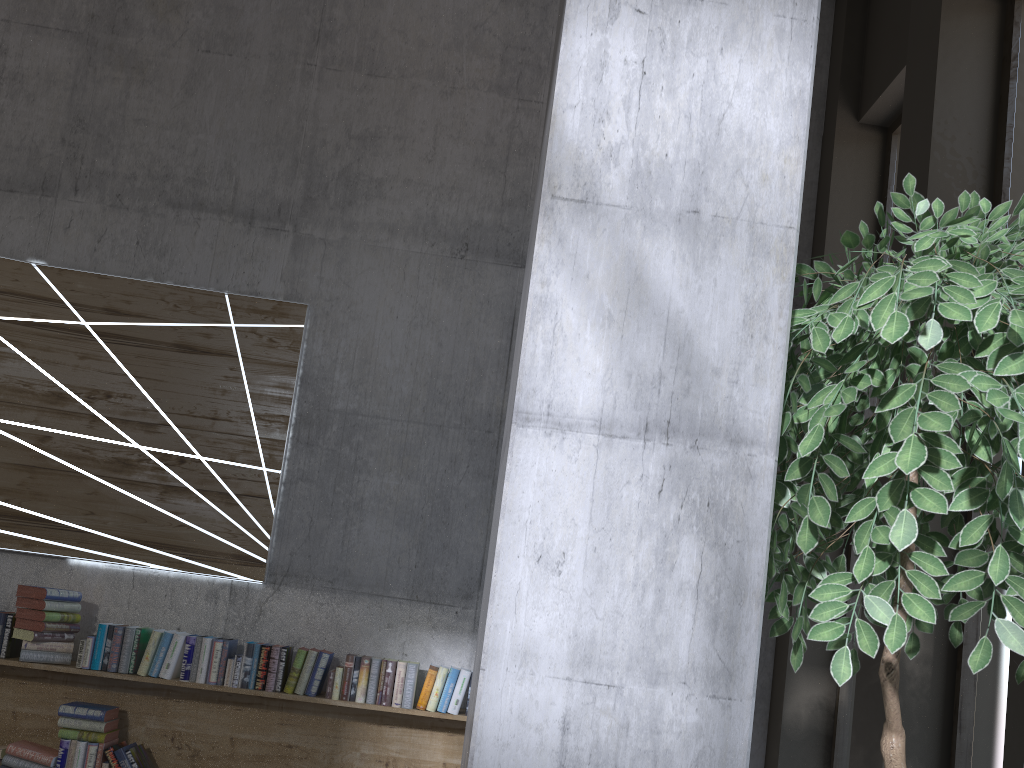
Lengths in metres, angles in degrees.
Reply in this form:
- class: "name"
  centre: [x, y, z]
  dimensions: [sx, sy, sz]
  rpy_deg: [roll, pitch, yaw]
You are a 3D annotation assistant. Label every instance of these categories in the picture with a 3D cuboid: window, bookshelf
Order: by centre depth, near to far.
- class: "window"
  centre: [2.255, -0.553, 0.112]
  dimensions: [0.210, 4.064, 9.435]
  rpy_deg: [8, -13, -3]
- class: "bookshelf"
  centre: [-2.409, 1.759, 4.308]
  dimensions: [5.326, 0.789, 0.309]
  rpy_deg: [8, -8, -3]

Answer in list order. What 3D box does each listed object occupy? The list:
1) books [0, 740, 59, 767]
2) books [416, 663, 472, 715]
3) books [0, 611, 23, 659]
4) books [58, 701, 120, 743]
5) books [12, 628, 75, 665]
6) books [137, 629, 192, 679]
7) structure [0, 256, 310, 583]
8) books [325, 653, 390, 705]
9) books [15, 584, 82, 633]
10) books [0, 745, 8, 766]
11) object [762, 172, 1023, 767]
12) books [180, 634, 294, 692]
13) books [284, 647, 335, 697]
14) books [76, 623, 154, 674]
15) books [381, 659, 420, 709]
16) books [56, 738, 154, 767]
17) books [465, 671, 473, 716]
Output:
- class: "books"
  centre: [-2.302, 1.827, 4.210]
  dimensions: [0.244, 0.188, 0.158]
  rpy_deg: [8, -10, -2]
- class: "books"
  centre: [-0.340, 1.527, 4.398]
  dimensions: [0.249, 0.224, 0.194]
  rpy_deg: [8, -10, -2]
- class: "books"
  centre: [-2.684, 1.210, 4.310]
  dimensions: [0.490, 0.216, 0.220]
  rpy_deg: [8, -11, -2]
- class: "books"
  centre: [-2.078, 1.665, 4.313]
  dimensions: [0.239, 0.157, 0.194]
  rpy_deg: [8, -11, -2]
- class: "books"
  centre: [-2.286, 1.283, 4.291]
  dimensions: [0.222, 0.147, 0.291]
  rpy_deg: [-5, -18, 44]
- class: "books"
  centre: [-1.708, 1.333, 4.334]
  dimensions: [0.199, 0.223, 0.194]
  rpy_deg: [8, -10, -2]
- class: "structure"
  centre: [-2.874, 0.032, 4.444]
  dimensions: [3.414, 1.505, 0.365]
  rpy_deg: [8, -7, -3]
- class: "books"
  centre: [-0.772, 1.475, 4.403]
  dimensions: [0.279, 0.216, 0.214]
  rpy_deg: [8, -11, -4]
- class: "books"
  centre: [-2.274, 1.107, 4.304]
  dimensions: [0.189, 0.206, 0.253]
  rpy_deg: [4, -12, 19]
- class: "books"
  centre: [-2.543, 1.819, 4.257]
  dimensions: [0.234, 0.137, 0.196]
  rpy_deg: [8, -12, -1]
- class: "object"
  centre: [0.734, 0.558, 1.627]
  dimensions: [1.017, 1.824, 0.972]
  rpy_deg: [13, -10, -36]
- class: "books"
  centre: [-1.368, 1.391, 4.372]
  dimensions: [0.490, 0.216, 0.220]
  rpy_deg: [8, -11, -2]
- class: "books"
  centre: [-1.017, 1.442, 4.401]
  dimensions: [0.199, 0.223, 0.194]
  rpy_deg: [8, -10, -2]
- class: "books"
  centre: [-1.961, 1.300, 4.333]
  dimensions: [0.279, 0.216, 0.214]
  rpy_deg: [8, -11, -4]
- class: "books"
  centre: [-0.556, 1.497, 4.388]
  dimensions: [0.156, 0.216, 0.194]
  rpy_deg: [8, -10, -2]
- class: "books"
  centre: [-1.975, 1.970, 4.273]
  dimensions: [0.452, 0.439, 0.219]
  rpy_deg: [8, -8, -2]
- class: "books"
  centre: [-0.143, 1.562, 4.405]
  dimensions: [0.156, 0.216, 0.157]
  rpy_deg: [8, -9, -2]
